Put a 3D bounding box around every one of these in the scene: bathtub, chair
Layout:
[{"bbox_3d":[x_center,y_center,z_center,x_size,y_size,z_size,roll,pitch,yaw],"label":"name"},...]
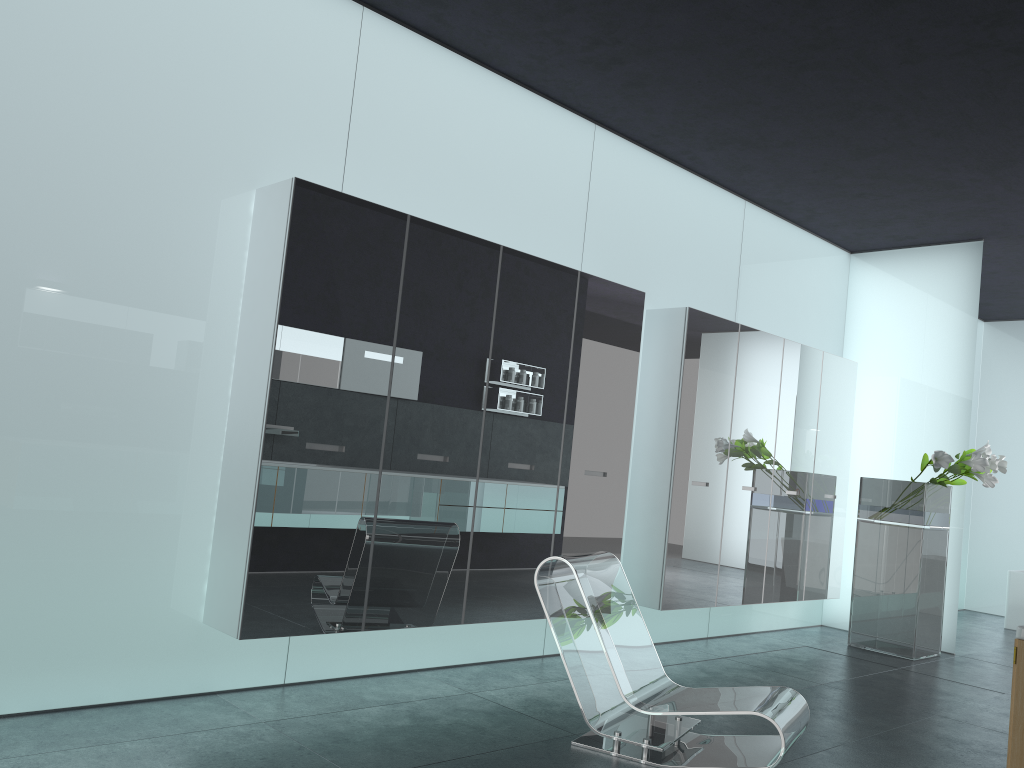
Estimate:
[{"bbox_3d":[6.631,2.417,9.678,0.962,0.857,1.977,10,-6,-43],"label":"bathtub"},{"bbox_3d":[0.778,1.346,4.374,1.260,0.869,0.630,3,-5,28],"label":"chair"}]

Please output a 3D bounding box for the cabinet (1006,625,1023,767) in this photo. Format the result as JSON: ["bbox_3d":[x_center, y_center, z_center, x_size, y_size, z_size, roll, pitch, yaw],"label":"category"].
[{"bbox_3d":[3.281,1.154,3.476,5.593,0.556,0.734,10,-6,-43],"label":"cabinet"}]

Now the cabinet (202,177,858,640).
[{"bbox_3d":[0.865,0.495,6.402,6.015,2.212,0.398,10,-6,-43],"label":"cabinet"}]

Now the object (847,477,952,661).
[{"bbox_3d":[3.437,1.608,7.852,0.576,1.489,0.584,9,-5,-43],"label":"object"}]

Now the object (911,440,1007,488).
[{"bbox_3d":[3.597,0.828,7.597,1.024,0.778,0.976,2,-6,39],"label":"object"}]
